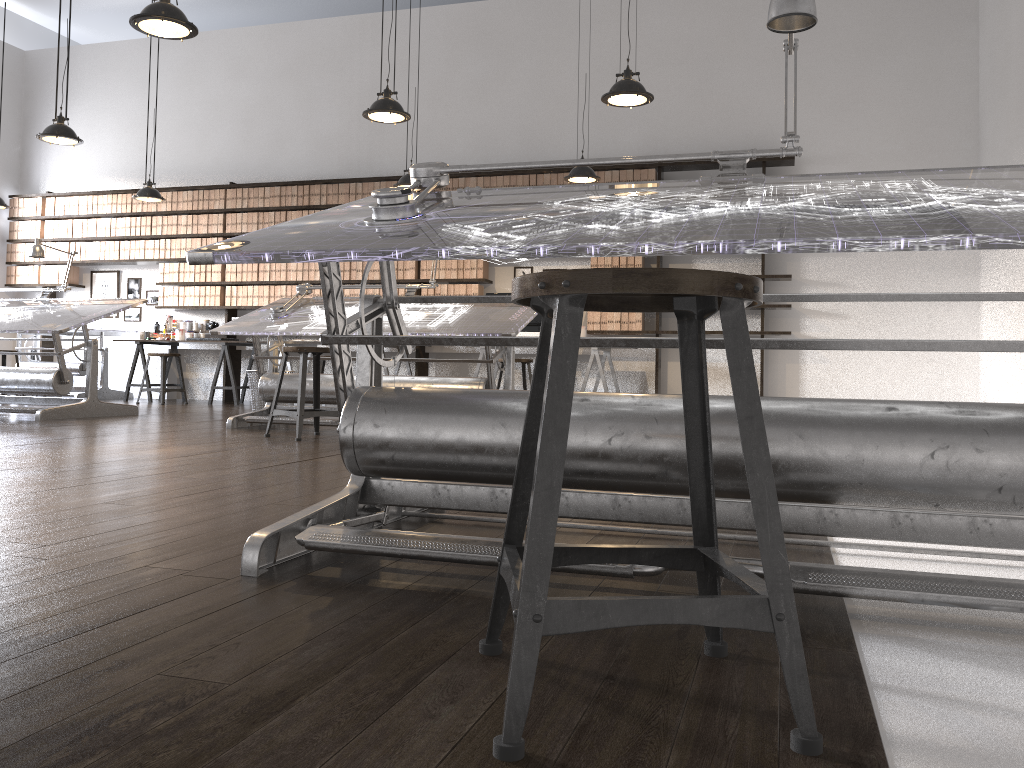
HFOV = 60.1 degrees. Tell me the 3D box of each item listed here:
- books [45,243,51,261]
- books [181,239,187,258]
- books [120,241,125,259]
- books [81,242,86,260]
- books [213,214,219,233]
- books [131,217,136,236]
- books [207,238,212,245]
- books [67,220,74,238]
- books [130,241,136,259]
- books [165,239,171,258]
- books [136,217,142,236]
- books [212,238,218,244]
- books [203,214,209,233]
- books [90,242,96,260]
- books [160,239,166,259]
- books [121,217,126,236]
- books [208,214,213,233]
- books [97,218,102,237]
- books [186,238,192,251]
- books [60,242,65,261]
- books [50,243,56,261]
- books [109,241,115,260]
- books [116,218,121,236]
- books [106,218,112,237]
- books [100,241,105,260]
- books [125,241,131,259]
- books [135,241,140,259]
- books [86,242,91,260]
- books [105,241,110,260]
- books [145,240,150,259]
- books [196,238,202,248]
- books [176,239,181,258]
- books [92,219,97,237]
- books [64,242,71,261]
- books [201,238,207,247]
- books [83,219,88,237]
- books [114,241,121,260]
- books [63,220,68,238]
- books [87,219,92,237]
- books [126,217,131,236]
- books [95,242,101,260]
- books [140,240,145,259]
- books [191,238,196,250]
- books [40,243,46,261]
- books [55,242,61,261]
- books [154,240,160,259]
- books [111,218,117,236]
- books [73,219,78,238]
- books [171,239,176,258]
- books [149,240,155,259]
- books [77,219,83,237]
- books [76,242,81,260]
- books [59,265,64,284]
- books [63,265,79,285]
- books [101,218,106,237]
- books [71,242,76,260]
[{"bbox_3d":[-5.553,-1.589,10.728,0.067,0.226,0.174,1,-1,17],"label":"books"},{"bbox_3d":[-3.715,-1.544,10.160,0.067,0.226,0.174,1,-1,17],"label":"books"},{"bbox_3d":[-4.519,-1.557,10.413,0.067,0.226,0.174,1,-1,17],"label":"books"},{"bbox_3d":[-5.056,-1.570,10.577,0.067,0.226,0.174,1,-1,17],"label":"books"},{"bbox_3d":[-3.314,-1.802,10.050,0.067,0.226,0.174,1,-1,17],"label":"books"},{"bbox_3d":[-4.376,-1.828,10.374,0.067,0.226,0.174,1,-1,17],"label":"books"},{"bbox_3d":[-3.388,-1.536,10.064,0.067,0.226,0.174,1,-1,17],"label":"books"},{"bbox_3d":[-5.247,-1.850,10.644,0.067,0.226,0.174,1,-1,17],"label":"books"},{"bbox_3d":[-4.383,-1.553,10.370,0.067,0.226,0.174,1,-1,17],"label":"books"},{"bbox_3d":[-3.915,-1.549,10.223,0.067,0.226,0.174,1,-1,17],"label":"books"},{"bbox_3d":[-4.314,-1.827,10.359,0.067,0.226,0.174,1,-1,17],"label":"books"},{"bbox_3d":[-3.321,-1.534,10.039,0.067,0.226,0.174,1,-1,17],"label":"books"},{"bbox_3d":[-3.439,-1.805,10.085,0.067,0.226,0.174,1,-1,17],"label":"books"},{"bbox_3d":[-4.924,-1.567,10.534,0.067,0.226,0.174,1,-1,17],"label":"books"},{"bbox_3d":[-3.985,-1.550,10.241,0.067,0.226,0.174,1,-1,17],"label":"books"},{"bbox_3d":[-4.513,-1.832,10.420,0.067,0.226,0.174,1,-1,17],"label":"books"},{"bbox_3d":[-3.374,-1.804,10.070,0.067,0.226,0.174,1,-1,17],"label":"books"},{"bbox_3d":[-4.842,-1.840,10.523,0.067,0.226,0.174,1,-1,17],"label":"books"},{"bbox_3d":[-3.645,-1.542,10.140,0.067,0.226,0.174,1,-1,17],"label":"books"},{"bbox_3d":[-5.348,-1.584,10.666,0.067,0.226,0.174,1,-1,17],"label":"books"},{"bbox_3d":[-5.485,-1.588,10.712,0.067,0.226,0.174,1,-1,17],"label":"books"},{"bbox_3d":[-4.661,-1.560,10.457,0.067,0.226,0.174,1,-1,17],"label":"books"},{"bbox_3d":[-4.579,-1.834,10.444,0.067,0.226,0.174,1,-1,17],"label":"books"},{"bbox_3d":[-4.714,-1.837,10.480,0.067,0.226,0.174,1,-1,17],"label":"books"},{"bbox_3d":[-4.786,-1.563,10.488,0.067,0.226,0.174,1,-1,17],"label":"books"},{"bbox_3d":[-4.452,-1.555,10.387,0.067,0.226,0.174,1,-1,17],"label":"books"},{"bbox_3d":[-4.316,-1.552,10.350,0.067,0.226,0.174,1,-1,17],"label":"books"},{"bbox_3d":[-4.989,-1.568,10.558,0.067,0.226,0.174,1,-1,17],"label":"books"},{"bbox_3d":[-4.725,-1.562,10.474,0.067,0.226,0.174,1,-1,17],"label":"books"},{"bbox_3d":[-4.188,-1.549,10.309,0.067,0.226,0.174,1,-1,17],"label":"books"},{"bbox_3d":[-3.522,-1.539,10.099,0.067,0.226,0.174,1,-1,17],"label":"books"},{"bbox_3d":[-3.781,-1.546,10.184,0.067,0.226,0.174,1,-1,17],"label":"books"},{"bbox_3d":[-4.908,-1.841,10.538,0.067,0.226,0.174,1,-1,17],"label":"books"},{"bbox_3d":[-5.289,-1.583,10.643,0.067,0.226,0.174,1,-1,17],"label":"books"},{"bbox_3d":[-3.456,-1.538,10.085,0.067,0.226,0.174,1,-1,17],"label":"books"},{"bbox_3d":[-5.038,-1.845,10.585,0.067,0.226,0.174,1,-1,17],"label":"books"},{"bbox_3d":[-4.592,-1.558,10.430,0.067,0.226,0.174,1,-1,17],"label":"books"},{"bbox_3d":[-5.316,-1.852,10.671,0.067,0.226,0.174,1,-1,17],"label":"books"},{"bbox_3d":[-4.970,-1.843,10.564,0.067,0.226,0.174,1,-1,17],"label":"books"},{"bbox_3d":[-4.445,-1.830,10.395,0.067,0.226,0.174,1,-1,17],"label":"books"},{"bbox_3d":[-4.855,-1.565,10.509,0.067,0.226,0.174,1,-1,17],"label":"books"},{"bbox_3d":[-4.253,-1.550,10.324,0.067,0.226,0.174,1,-1,17],"label":"books"},{"bbox_3d":[-3.584,-1.541,10.123,0.067,0.226,0.174,1,-1,17],"label":"books"},{"bbox_3d":[-5.623,-1.591,10.746,0.067,0.226,0.174,1,-1,17],"label":"books"},{"bbox_3d":[-5.419,-1.586,10.689,0.067,0.226,0.174,1,-1,17],"label":"books"},{"bbox_3d":[-4.059,-1.545,10.266,0.067,0.226,0.174,1,-1,17],"label":"books"},{"bbox_3d":[-4.646,-1.835,10.463,0.067,0.226,0.174,1,-1,17],"label":"books"},{"bbox_3d":[-5.174,-1.848,10.627,0.067,0.226,0.174,1,-1,17],"label":"books"},{"bbox_3d":[-3.847,-1.547,10.206,0.067,0.226,0.174,1,-1,17],"label":"books"},{"bbox_3d":[-4.128,-1.547,10.289,0.067,0.226,0.174,1,-1,17],"label":"books"},{"bbox_3d":[-5.107,-1.846,10.602,0.067,0.226,0.174,1,-1,17],"label":"books"},{"bbox_3d":[-5.125,-1.572,10.594,0.067,0.226,0.174,1,-1,17],"label":"books"},{"bbox_3d":[-5.360,-1.307,10.660,0.067,0.226,0.174,1,-1,17],"label":"books"},{"bbox_3d":[-5.294,-1.305,10.638,0.067,0.226,0.174,1,-1,17],"label":"books"},{"bbox_3d":[-4.783,-1.838,10.503,0.067,0.226,0.174,1,-1,17],"label":"books"},{"bbox_3d":[-5.203,-1.573,10.620,0.067,0.226,0.174,1,-1,17],"label":"books"}]
